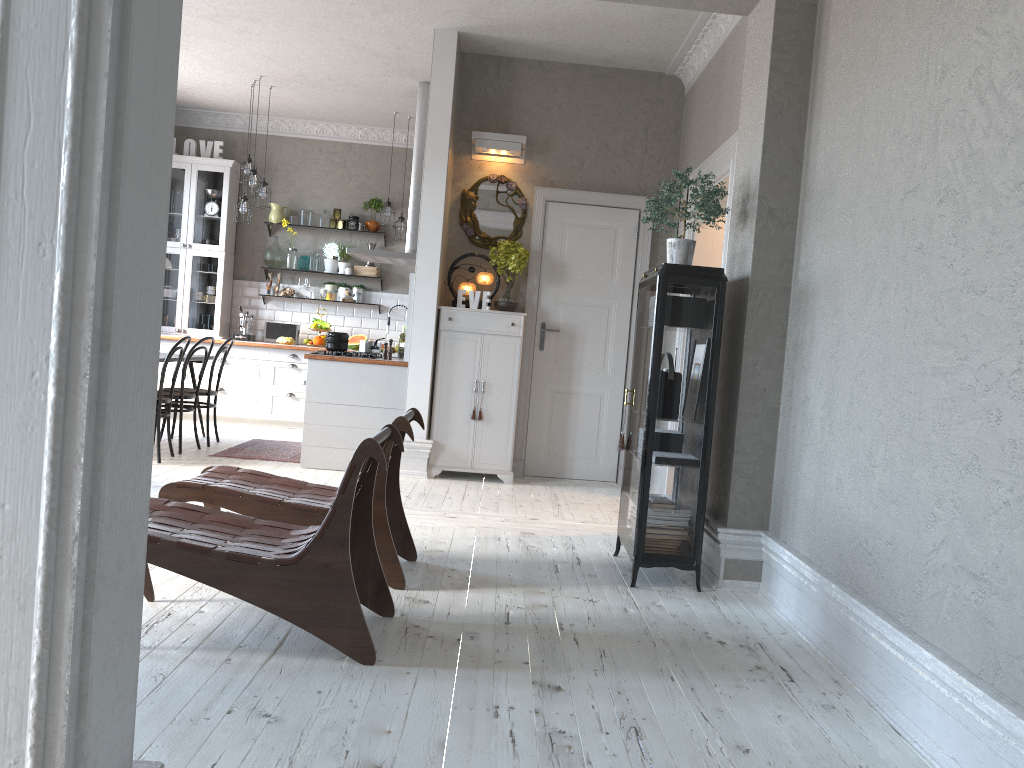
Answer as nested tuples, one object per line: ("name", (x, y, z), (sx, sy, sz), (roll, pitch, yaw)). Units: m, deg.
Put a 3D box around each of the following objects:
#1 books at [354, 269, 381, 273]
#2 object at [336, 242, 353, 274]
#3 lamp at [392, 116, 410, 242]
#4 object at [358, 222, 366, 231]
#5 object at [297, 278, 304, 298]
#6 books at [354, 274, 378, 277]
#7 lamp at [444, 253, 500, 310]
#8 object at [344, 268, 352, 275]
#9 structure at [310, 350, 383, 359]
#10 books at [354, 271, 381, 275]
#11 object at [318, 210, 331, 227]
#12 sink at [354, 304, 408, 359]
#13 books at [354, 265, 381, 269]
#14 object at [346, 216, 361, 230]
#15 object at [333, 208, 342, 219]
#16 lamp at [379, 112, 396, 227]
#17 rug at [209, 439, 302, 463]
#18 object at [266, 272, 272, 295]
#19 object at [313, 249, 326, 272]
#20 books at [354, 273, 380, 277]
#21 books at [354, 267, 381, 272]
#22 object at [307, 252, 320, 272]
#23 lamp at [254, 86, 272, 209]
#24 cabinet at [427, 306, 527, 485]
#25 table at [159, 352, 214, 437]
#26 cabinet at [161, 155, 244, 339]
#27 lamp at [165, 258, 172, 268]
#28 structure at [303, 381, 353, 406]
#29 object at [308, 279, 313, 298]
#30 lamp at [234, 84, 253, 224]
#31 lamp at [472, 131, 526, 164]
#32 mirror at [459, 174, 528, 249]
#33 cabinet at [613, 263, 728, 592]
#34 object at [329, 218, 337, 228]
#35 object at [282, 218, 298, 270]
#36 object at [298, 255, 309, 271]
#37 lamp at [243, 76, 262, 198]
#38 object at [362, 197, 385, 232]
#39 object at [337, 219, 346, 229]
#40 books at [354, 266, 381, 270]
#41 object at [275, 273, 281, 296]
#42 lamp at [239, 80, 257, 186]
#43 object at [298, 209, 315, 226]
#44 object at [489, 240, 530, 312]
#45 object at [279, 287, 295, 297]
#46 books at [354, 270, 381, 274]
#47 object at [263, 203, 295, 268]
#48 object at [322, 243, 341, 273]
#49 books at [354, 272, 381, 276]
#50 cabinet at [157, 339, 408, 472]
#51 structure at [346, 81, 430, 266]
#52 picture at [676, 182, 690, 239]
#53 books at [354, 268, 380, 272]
("books", (-1.602, -1.249, 9.812), (0.261, 0.011, 0.158), (5, 2, 0))
("object", (-1.846, -1.396, 9.764), (0.188, 0.380, 0.166), (3, 3, -41))
("lamp", (-1.090, -2.347, 9.130), (0.149, 1.734, 0.144), (3, 3, -30))
("object", (-1.643, -1.719, 9.705), (0.093, 0.096, 0.074), (5, 2, -2))
("object", (-2.335, -1.058, 9.787), (0.083, 0.217, 0.081), (4, 2, -16))
("books", (-1.606, -1.194, 9.814), (0.261, 0.011, 0.158), (5, 2, 0))
("lamp", (-0.304, -0.737, 6.868), (0.448, 0.558, 0.172), (5, 2, 5))
("object", (-1.792, -1.235, 9.711), (0.104, 0.071, 0.064), (6, 3, 28))
("structure", (-1.280, -0.237, 6.973), (0.497, 0.031, 0.604), (5, 2, -2))
("books", (-1.604, -1.227, 9.813), (0.260, 0.016, 0.158), (5, 2, 6))
("object", (-2.081, -1.822, 9.831), (0.143, 0.220, 0.137), (3, 3, -42))
("sink", (-1.138, -0.345, 7.622), (0.529, 0.720, 0.485), (5, 2, -2))
("books", (-1.598, -1.291, 9.811), (0.260, 0.011, 0.158), (5, 2, 3))
("object", (-1.752, -1.771, 9.796), (0.142, 0.174, 0.142), (5, 2, -2))
("object", (-1.921, -1.864, 9.724), (0.084, 0.113, 0.081), (4, 2, -22))
("lamp", (-1.207, -2.474, 8.985), (0.144, 1.734, 0.149), (6, 3, 30))
("rug", (-1.984, 0.553, 7.457), (0.737, 0.014, 1.287), (5, 2, -1))
("object", (-2.677, -1.106, 9.767), (0.054, 0.264, 0.060), (3, 3, -31))
("object", (-2.148, -1.366, 9.863), (0.131, 0.264, 0.132), (5, 2, 3))
("books", (-1.605, -1.205, 9.814), (0.260, 0.011, 0.158), (5, 2, 3))
("books", (-1.600, -1.270, 9.811), (0.259, 0.016, 0.159), (5, 2, 10))
("object", (-2.172, -1.333, 9.712), (0.123, 0.206, 0.126), (6, 2, 20))
("lamp", (-2.311, -2.544, 8.404), (0.148, 1.734, 0.145), (4, 2, -15))
("cabinet", (-0.273, 0.082, 6.808), (0.668, 1.297, 0.383), (5, 2, -3))
("table", (-3.121, 0.121, 6.960), (0.906, 0.735, 1.916), (5, 2, -1))
("cabinet", (-3.450, -1.451, 9.562), (0.881, 1.920, 0.387), (5, 2, -3))
("lamp", (-2.917, -1.898, 7.234), (0.378, 1.858, 0.381), (5, 2, 5))
("structure", (-1.284, 0.128, 6.984), (0.619, 0.623, 0.621), (5, 2, -2))
("object", (-2.248, -1.051, 9.788), (0.083, 0.217, 0.081), (4, 2, -16))
("lamp", (-2.498, -2.400, 8.404), (0.150, 1.734, 0.144), (3, 3, -35))
("lamp", (-0.104, -1.834, 6.879), (0.417, 0.171, 0.219), (5, 2, -3))
("mirror", (-0.147, -1.360, 6.978), (0.534, 0.593, 0.071), (5, 2, -3))
("cabinet", (0.744, 0.189, 4.272), (0.349, 1.471, 0.617), (5, 2, -1))
("object", (-1.964, -1.756, 9.739), (0.083, 0.113, 0.082), (5, 2, -2))
("object", (-2.422, -1.520, 9.637), (0.193, 0.540, 0.278), (4, 2, -10))
("object", (-2.298, -1.330, 9.795), (0.126, 0.172, 0.126), (5, 2, 1))
("lamp", (-2.315, -2.582, 8.088), (0.143, 1.734, 0.150), (7, 3, 45))
("object", (-1.509, -1.861, 9.758), (0.257, 0.397, 0.244), (6, 2, 22))
("object", (-1.876, -1.748, 9.740), (0.082, 0.113, 0.083), (5, 2, 8))
("books", (-1.599, -1.281, 9.811), (0.260, 0.016, 0.158), (5, 2, 6))
("object", (-2.571, -1.097, 9.758), (0.052, 0.264, 0.063), (6, 3, 34))
("lamp", (-2.402, -2.726, 8.236), (0.148, 1.734, 0.145), (4, 2, -15))
("object", (-2.260, -1.815, 9.728), (0.168, 0.184, 0.175), (6, 3, 37))
("object", (-0.015, -0.825, 6.801), (0.291, 0.553, 0.347), (6, 3, 32))
("object", (-2.474, -1.013, 9.742), (0.180, 0.111, 0.095), (4, 3, -25))
("books", (-1.603, -1.237, 9.813), (0.260, 0.011, 0.158), (5, 2, 3))
("object", (-2.591, -1.604, 9.668), (0.341, 0.674, 0.331), (3, 3, -34))
("object", (-1.980, -1.397, 9.809), (0.242, 0.354, 0.237), (5, 2, 16))
("books", (-1.605, -1.216, 9.813), (0.259, 0.016, 0.159), (5, 2, 10))
("cabinet", (-1.946, 0.093, 8.397), (4.106, 0.854, 2.030), (7, 3, 44))
("structure", (-1.009, -1.903, 7.960), (0.714, 1.595, 0.710), (5, 2, -2))
("picture", (1.299, -1.305, 6.743), (0.012, 0.416, 0.282), (5, 2, -1))
("books", (-1.601, -1.259, 9.812), (0.260, 0.011, 0.158), (5, 2, 3))
